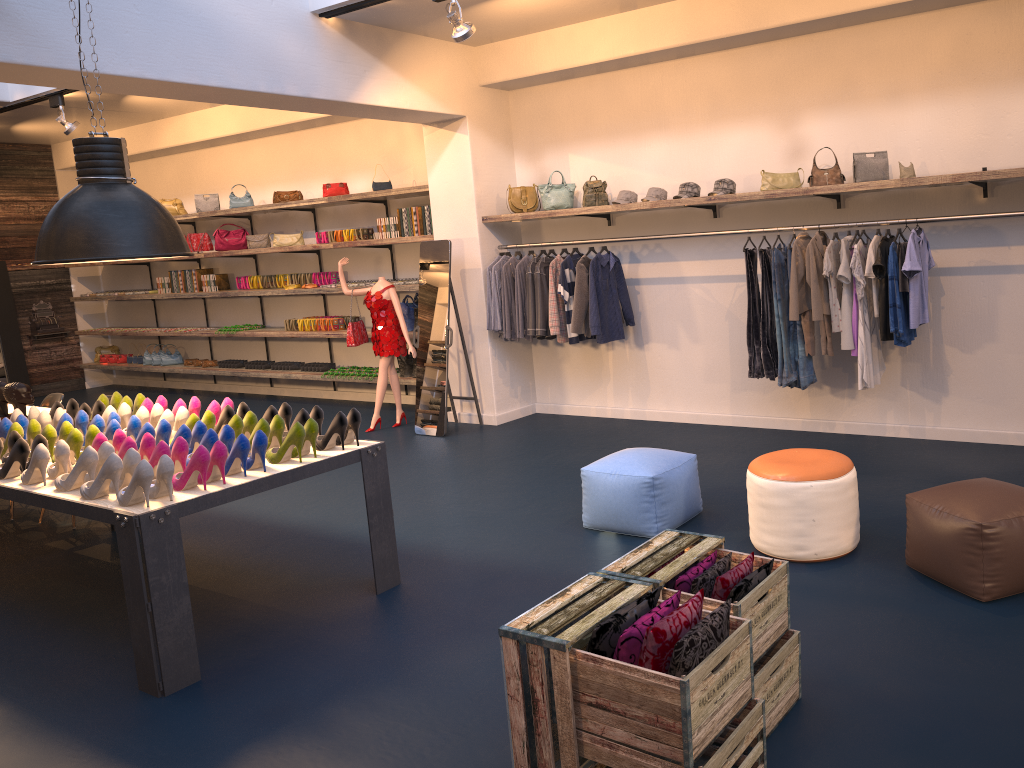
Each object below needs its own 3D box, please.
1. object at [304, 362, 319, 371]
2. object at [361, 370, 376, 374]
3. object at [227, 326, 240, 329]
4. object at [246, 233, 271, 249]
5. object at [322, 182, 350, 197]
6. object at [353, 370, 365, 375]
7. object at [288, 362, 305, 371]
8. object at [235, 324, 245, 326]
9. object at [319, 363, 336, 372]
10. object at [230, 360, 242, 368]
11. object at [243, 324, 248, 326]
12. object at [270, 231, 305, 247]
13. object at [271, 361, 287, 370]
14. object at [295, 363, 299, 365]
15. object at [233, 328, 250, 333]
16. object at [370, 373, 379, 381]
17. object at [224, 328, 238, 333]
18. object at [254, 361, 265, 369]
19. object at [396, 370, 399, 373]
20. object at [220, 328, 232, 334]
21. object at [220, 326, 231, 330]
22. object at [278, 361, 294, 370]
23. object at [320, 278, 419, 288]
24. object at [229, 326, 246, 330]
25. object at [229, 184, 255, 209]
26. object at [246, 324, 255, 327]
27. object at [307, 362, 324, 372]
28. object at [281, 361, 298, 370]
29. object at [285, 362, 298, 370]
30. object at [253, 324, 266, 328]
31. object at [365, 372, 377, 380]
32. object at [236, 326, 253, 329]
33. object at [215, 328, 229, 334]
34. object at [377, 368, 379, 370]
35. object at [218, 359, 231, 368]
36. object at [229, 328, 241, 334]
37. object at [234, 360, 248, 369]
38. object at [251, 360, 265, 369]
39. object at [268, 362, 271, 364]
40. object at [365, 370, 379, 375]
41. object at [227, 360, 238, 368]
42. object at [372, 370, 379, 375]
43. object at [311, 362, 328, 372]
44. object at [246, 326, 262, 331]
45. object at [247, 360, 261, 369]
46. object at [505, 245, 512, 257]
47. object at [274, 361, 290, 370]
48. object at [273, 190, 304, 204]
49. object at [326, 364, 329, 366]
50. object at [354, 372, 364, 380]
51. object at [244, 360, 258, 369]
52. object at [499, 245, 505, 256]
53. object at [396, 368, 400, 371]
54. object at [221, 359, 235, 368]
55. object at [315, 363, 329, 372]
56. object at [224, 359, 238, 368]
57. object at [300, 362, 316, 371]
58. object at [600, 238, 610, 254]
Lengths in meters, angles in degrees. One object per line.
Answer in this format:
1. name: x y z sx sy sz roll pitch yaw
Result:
1. object: -2.321 -0.200 10.083 0.203 0.087 0.060 -10 9 -37
2. object: -1.546 -0.133 9.427 0.076 0.067 0.258 3 11 44
3. object: -3.376 -0.688 10.620 0.076 0.067 0.258 3 11 44
4. object: -2.973 -1.675 10.187 0.272 0.174 0.103 -5 7 -3
5. object: -1.888 -2.078 9.302 0.293 0.148 0.108 -7 7 -19
6. object: -1.638 -0.132 9.456 0.076 0.063 0.258 3 11 42
7. object: -2.537 -0.210 10.233 0.194 0.087 0.063 -6 7 -14
8. object: -3.373 -0.719 10.804 0.250 0.053 0.080 -8 9 -23
9. object: -2.110 -0.190 9.937 0.199 0.087 0.062 -8 8 -25
10. object: -3.423 -0.250 10.849 0.061 0.087 0.202 1 10 39
11. object: -3.263 -0.717 10.762 0.078 0.074 0.250 -1 9 25
12. object: -2.567 -1.654 9.900 0.378 0.174 0.223 -6 8 -12
13. object: -2.797 -0.222 10.415 0.200 0.087 0.061 -9 8 -28
14. object: -2.539 -0.237 10.226 0.049 0.022 0.011 -6 7 -16
15. object: -3.265 -0.637 10.426 0.077 0.057 0.253 1 10 34
16. object: -1.434 -0.082 9.234 0.077 0.057 0.253 1 10 34
17. object: -3.403 -0.644 10.522 0.077 0.057 0.253 1 10 34
18. object: -3.049 -0.233 10.589 0.061 0.087 0.202 1 10 39
19. object: -1.322 -0.112 9.376 0.077 0.057 0.253 1 10 34
20. object: -3.463 -0.649 10.581 0.077 0.057 0.253 1 10 34
21. object: -3.467 -0.687 10.647 0.076 0.063 0.258 3 11 42
22. object: -2.693 -0.217 10.343 0.198 0.087 0.062 -8 8 -23
23. object: -1.449 -1.085 9.310 1.406 0.060 0.523 3 11 35
24. object: -3.329 -0.682 10.552 0.078 0.063 0.257 4 11 44
25. object: -3.195 -2.209 10.226 0.291 0.281 0.091 -7 7 -19
26. object: -3.216 -0.711 10.694 0.082 0.072 0.246 -2 9 17
27. object: -2.268 -0.197 10.046 0.201 0.087 0.061 -9 8 -30
28. object: -2.639 -0.215 10.305 0.198 0.087 0.062 -8 8 -23
29. object: -2.588 -0.212 10.269 0.196 0.087 0.063 -7 7 -18
30. object: -3.124 -0.713 10.666 0.081 0.067 0.247 -2 9 18
31. object: -1.495 -0.088 9.293 0.077 0.057 0.253 1 10 34
32. object: -3.238 -0.683 10.523 0.078 0.067 0.258 3 11 44
33. object: -3.539 -0.651 10.625 0.077 0.057 0.253 1 10 34
34. object: -1.433 -0.162 9.569 0.078 0.074 0.250 -1 9 25
35. object: -3.632 -0.260 10.995 0.061 0.087 0.202 1 10 39
36. object: -3.325 -0.643 10.486 0.077 0.057 0.253 1 10 34
37. object: -3.369 -0.248 10.812 0.061 0.087 0.202 1 10 39
38. object: -3.102 -0.236 10.627 0.061 0.087 0.202 1 10 39
39. object: -2.944 -0.256 10.511 0.011 0.022 0.051 1 9 38
40. object: -1.498 -0.127 9.359 0.078 0.063 0.257 4 11 44
41. object: -3.474 -0.253 10.884 0.061 0.087 0.202 1 10 39
42. object: -1.407 -0.128 9.331 0.078 0.067 0.258 3 11 44
43. object: -2.215 -0.195 10.009 0.201 0.087 0.061 -9 8 -30
44. object: -3.152 -0.667 10.568 0.077 0.057 0.253 1 10 34
45. object: -3.155 -0.238 10.664 0.061 0.087 0.202 1 10 39
46. object: -0.038 -1.195 8.137 0.009 0.218 0.468 0 9 38
47. object: -2.746 -0.219 10.379 0.199 0.087 0.062 -8 8 -25
48. object: -2.491 -2.109 9.774 0.393 0.140 0.370 -11 11 -41
49. object: -2.111 -0.217 9.930 0.051 0.022 0.011 -8 8 -27
50. object: -1.632 -0.094 9.389 0.077 0.057 0.253 1 10 34
51. object: -3.207 -0.240 10.699 0.061 0.087 0.202 1 10 39
52. object: -0.089 -1.197 8.173 0.009 0.218 0.468 0 9 38
53. object: -1.294 -0.158 9.473 0.081 0.067 0.247 -2 9 18
54. object: -3.580 -0.258 10.959 0.061 0.087 0.202 1 10 39
55. object: -2.163 -0.193 9.973 0.201 0.087 0.061 -9 8 -29
56. object: -3.527 -0.255 10.923 0.061 0.087 0.202 1 10 39
57. object: -2.372 -0.202 10.119 0.202 0.087 0.061 -10 9 -36
58. object: 0.806 -1.161 7.573 0.009 0.218 0.468 0 9 38
